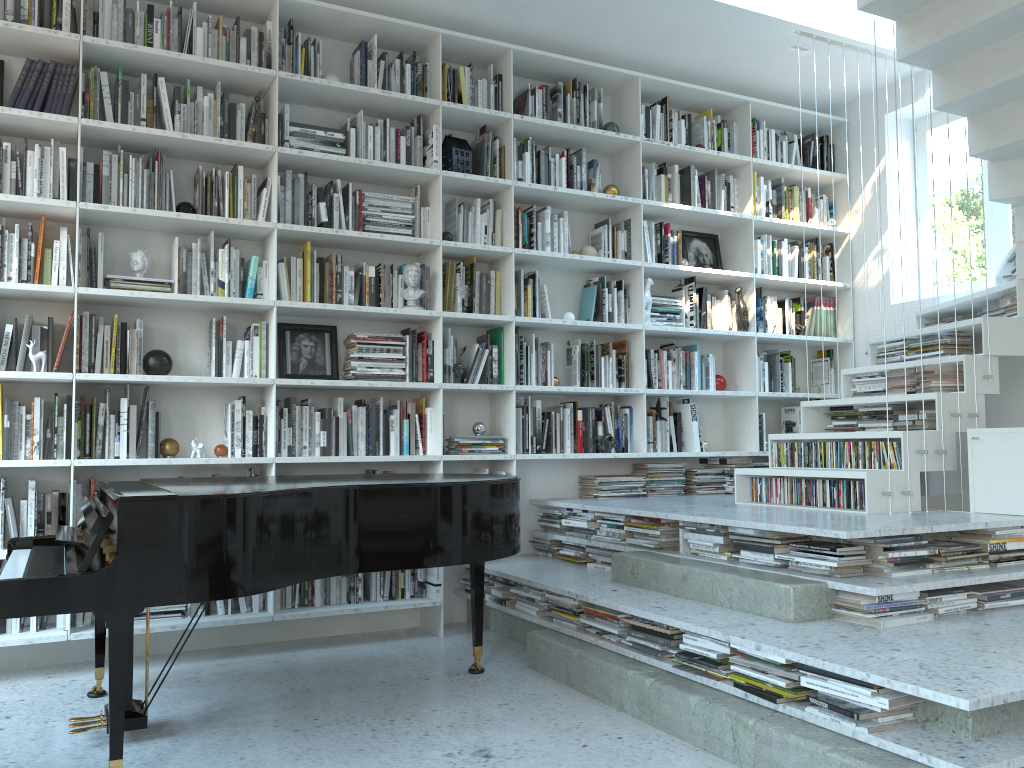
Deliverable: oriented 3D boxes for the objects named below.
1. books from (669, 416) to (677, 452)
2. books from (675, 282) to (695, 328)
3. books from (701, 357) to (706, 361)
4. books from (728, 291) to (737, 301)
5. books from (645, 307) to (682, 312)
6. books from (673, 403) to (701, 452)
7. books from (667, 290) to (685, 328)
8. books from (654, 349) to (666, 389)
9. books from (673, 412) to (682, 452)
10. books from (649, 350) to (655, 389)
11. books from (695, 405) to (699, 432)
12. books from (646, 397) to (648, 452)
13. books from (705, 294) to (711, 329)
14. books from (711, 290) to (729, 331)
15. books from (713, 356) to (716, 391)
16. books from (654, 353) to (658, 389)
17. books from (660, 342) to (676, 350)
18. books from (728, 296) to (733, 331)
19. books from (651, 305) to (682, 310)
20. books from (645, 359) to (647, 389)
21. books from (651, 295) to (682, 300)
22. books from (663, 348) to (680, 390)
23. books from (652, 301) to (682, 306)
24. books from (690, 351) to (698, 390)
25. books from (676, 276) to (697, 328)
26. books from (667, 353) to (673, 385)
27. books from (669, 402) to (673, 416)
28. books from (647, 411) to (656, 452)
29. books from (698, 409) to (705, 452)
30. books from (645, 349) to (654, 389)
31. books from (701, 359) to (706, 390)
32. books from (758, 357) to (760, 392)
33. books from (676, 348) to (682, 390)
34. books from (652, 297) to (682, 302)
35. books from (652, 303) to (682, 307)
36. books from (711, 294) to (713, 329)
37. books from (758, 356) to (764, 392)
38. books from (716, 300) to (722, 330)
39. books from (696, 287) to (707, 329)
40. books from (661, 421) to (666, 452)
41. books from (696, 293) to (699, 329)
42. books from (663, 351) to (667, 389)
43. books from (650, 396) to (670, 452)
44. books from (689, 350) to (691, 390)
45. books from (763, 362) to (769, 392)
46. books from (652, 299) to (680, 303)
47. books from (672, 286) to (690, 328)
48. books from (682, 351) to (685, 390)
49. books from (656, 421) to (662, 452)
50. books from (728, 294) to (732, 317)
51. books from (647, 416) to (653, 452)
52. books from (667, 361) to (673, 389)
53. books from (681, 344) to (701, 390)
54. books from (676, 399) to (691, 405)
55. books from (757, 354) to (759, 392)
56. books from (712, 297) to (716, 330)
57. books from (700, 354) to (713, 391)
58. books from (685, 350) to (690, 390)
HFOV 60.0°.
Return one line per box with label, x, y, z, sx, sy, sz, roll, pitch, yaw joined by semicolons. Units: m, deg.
books;0.924;0.305;5.376;0.052;0.217;0.184;1;-4;-27
books;1.069;-0.465;5.483;0.011;0.300;0.184;1;-4;-27
books;1.153;-0.053;5.526;0.037;0.218;0.139;1;-4;-27
books;1.405;-0.444;5.692;0.029;0.283;0.138;1;-4;-27
books;0.876;-0.446;5.405;0.285;0.012;0.159;2;-5;-30
books;1.034;0.268;5.390;0.075;0.291;0.255;1;-4;-27
books;1.013;-0.442;5.471;0.012;0.254;0.161;1;-4;-27
books;0.853;-0.077;5.350;0.045;0.246;0.186;1;-4;-27
books;0.968;0.296;5.403;0.031;0.239;0.171;1;-4;-27
books;0.806;-0.078;5.346;0.024;0.247;0.143;1;-4;-27
books;1.088;0.274;5.457;0.025;0.287;0.160;1;-4;-27
books;0.769;0.248;5.323;0.013;0.327;0.130;1;-4;-27
books;1.190;-0.431;5.561;0.031;0.242;0.147;1;-4;-27
books;1.296;-0.444;5.600;0.021;0.271;0.191;1;-4;-27
books;1.207;-0.055;5.545;0.027;0.223;0.170;1;-4;-27
books;0.827;-0.066;5.342;0.011;0.223;0.163;1;-4;-27
books;0.956;-0.100;5.418;0.013;0.299;0.147;1;-4;-27
books;1.322;-0.427;5.615;0.041;0.239;0.176;1;-4;-27
books;0.875;-0.458;5.408;0.285;0.012;0.159;1;-5;-25
books;0.754;-0.048;5.309;0.022;0.184;0.162;1;-4;-27
books;0.874;-0.518;5.411;0.285;0.012;0.159;1;-5;-25
books;0.948;-0.080;5.388;0.028;0.255;0.191;1;-4;-27
books;0.874;-0.482;5.409;0.285;0.012;0.159;1;-5;-25
books;1.078;-0.070;5.463;0.023;0.243;0.190;1;-4;-27
books;1.079;-0.484;5.488;0.010;0.339;0.180;1;-4;-27
books;0.920;-0.066;5.398;0.012;0.229;0.179;1;-4;-27
books;0.941;0.264;5.412;0.010;0.304;0.131;1;-4;-27
books;0.811;0.289;5.318;0.015;0.243;0.156;1;-4;-27
books;1.123;0.283;5.485;0.062;0.274;0.148;1;-4;-27
books;0.779;-0.078;5.320;0.047;0.244;0.177;1;-4;-27
books;1.131;-0.046;5.497;0.030;0.200;0.189;1;-4;-27
books;1.535;-0.052;5.710;0.037;0.235;0.153;1;-4;-27
books;0.975;-0.082;5.407;0.012;0.262;0.186;1;-4;-27
books;0.874;-0.506;5.410;0.285;0.012;0.159;2;-5;-29
books;0.878;-0.470;5.402;0.285;0.012;0.159;2;-5;-32
books;1.210;-0.433;5.592;0.031;0.250;0.133;1;-4;-27
books;1.561;-0.054;5.724;0.022;0.242;0.151;1;-4;-27
books;1.264;-0.414;5.609;0.025;0.213;0.155;1;-4;-27
books;1.143;-0.453;5.532;0.059;0.281;0.167;1;-4;-27
books;0.876;0.320;5.354;0.024;0.185;0.149;1;-4;-27
books;1.094;-0.432;5.501;0.030;0.236;0.179;1;-4;-27
books;0.877;-0.072;5.380;0.026;0.239;0.177;1;-4;-27
books;0.894;0.246;5.364;0.014;0.333;0.169;1;-4;-27
books;1.051;-0.074;5.478;0.012;0.254;0.161;1;-4;-27
books;1.587;-0.034;5.730;0.029;0.201;0.172;1;-4;-27
books;0.874;-0.494;5.410;0.254;0.012;0.161;1;-5;-25
books;1.047;-0.456;5.501;0.012;0.285;0.159;1;-4;-27
books;1.001;-0.072;5.446;0.026;0.246;0.166;1;-4;-27
books;0.848;0.318;5.348;0.030;0.187;0.140;1;-4;-27
books;1.345;-0.433;5.643;0.024;0.254;0.145;1;-4;-27
books;0.790;0.303;5.318;0.023;0.214;0.163;1;-4;-27
books;0.907;-0.043;5.379;0.027;0.181;0.186;1;-4;-27
books;1.098;-0.092;5.479;0.026;0.290;0.181;1;-4;-27
books;1.061;0.256;5.469;0.012;0.326;0.136;1;-4;-27
books;1.512;-0.061;5.690;0.024;0.252;0.175;1;-4;-27
books;1.237;-0.425;5.604;0.028;0.235;0.129;1;-4;-27
books;1.185;-0.062;5.532;0.025;0.235;0.181;1;-4;-27
books;1.028;-0.074;5.437;0.014;0.249;0.177;1;-4;-27
